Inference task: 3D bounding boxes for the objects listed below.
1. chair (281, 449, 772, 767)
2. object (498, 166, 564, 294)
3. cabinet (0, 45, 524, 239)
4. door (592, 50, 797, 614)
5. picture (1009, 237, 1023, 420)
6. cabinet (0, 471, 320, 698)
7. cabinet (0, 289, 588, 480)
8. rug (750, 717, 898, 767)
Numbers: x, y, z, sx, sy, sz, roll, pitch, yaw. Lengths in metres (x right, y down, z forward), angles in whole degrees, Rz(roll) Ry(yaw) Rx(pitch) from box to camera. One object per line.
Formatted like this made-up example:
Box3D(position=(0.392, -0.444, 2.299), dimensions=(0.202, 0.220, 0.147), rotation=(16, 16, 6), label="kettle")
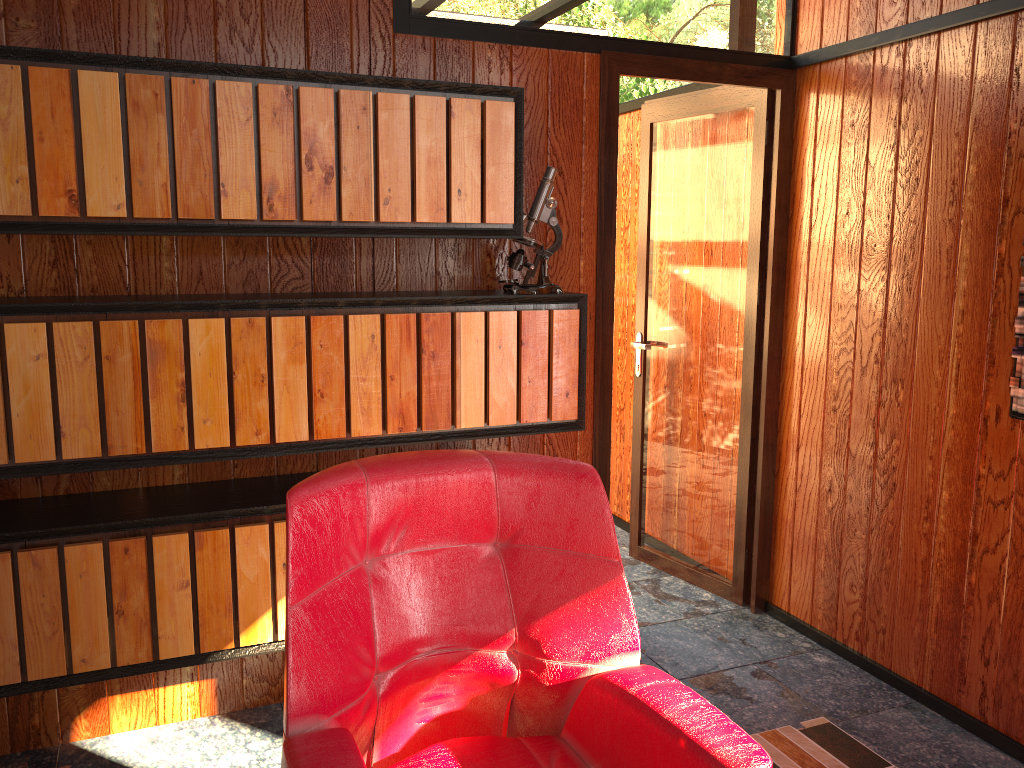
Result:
Box3D(position=(-0.041, 0.651, 1.393), dimensions=(0.621, 0.956, 0.839), rotation=(-3, 10, -23), label="chair")
Box3D(position=(0.056, -0.434, 2.495), dimensions=(0.181, 0.354, 0.142), rotation=(2, 9, 13), label="object")
Box3D(position=(-0.785, -0.558, 2.160), dimensions=(1.653, 0.390, 0.321), rotation=(-3, 10, -23), label="cabinet")
Box3D(position=(0.471, -0.126, 3.335), dimensions=(0.751, 1.955, 0.734), rotation=(-3, 10, -23), label="door")
Box3D(position=(1.463, -0.279, 1.799), dimensions=(0.061, 0.873, 0.916), rotation=(-3, 10, -23), label="picture")
Box3D(position=(-0.792, 0.484, 2.323), dimensions=(1.653, 0.390, 0.321), rotation=(-3, 10, -23), label="cabinet")
Box3D(position=(-0.605, -0.035, 2.320), dimensions=(1.653, 0.390, 0.321), rotation=(-3, 10, -23), label="cabinet")
Box3D(position=(0.240, 1.188, 0.997), dimensions=(2.439, 0.042, 2.410), rotation=(-3, 10, -23), label="rug")
